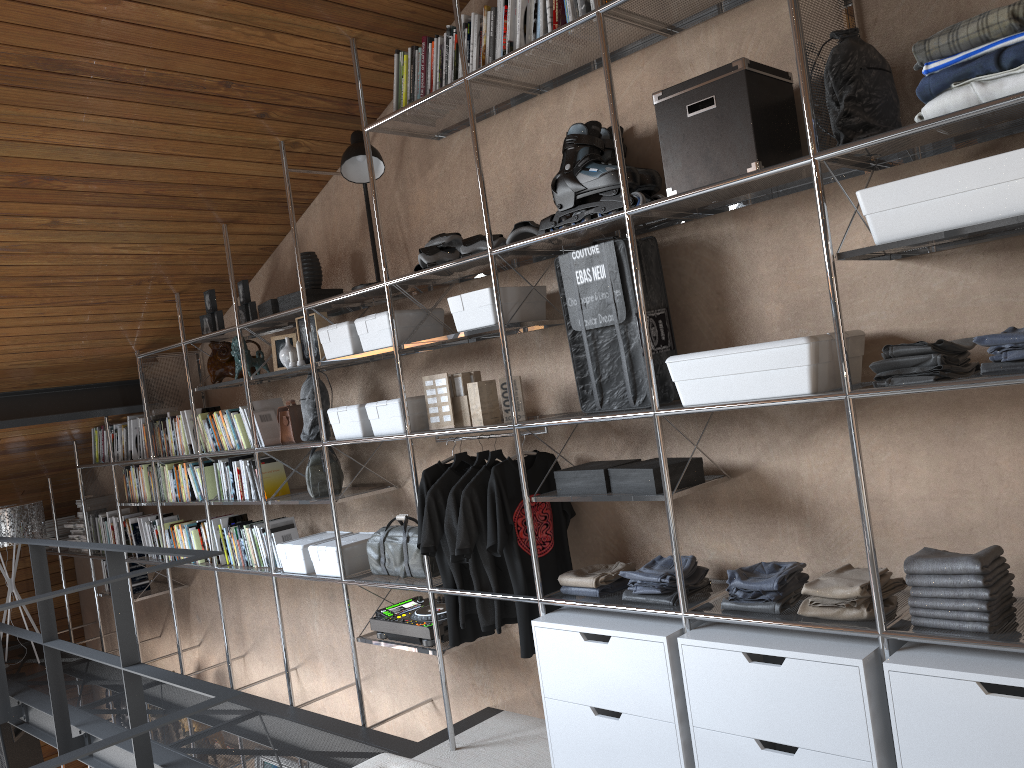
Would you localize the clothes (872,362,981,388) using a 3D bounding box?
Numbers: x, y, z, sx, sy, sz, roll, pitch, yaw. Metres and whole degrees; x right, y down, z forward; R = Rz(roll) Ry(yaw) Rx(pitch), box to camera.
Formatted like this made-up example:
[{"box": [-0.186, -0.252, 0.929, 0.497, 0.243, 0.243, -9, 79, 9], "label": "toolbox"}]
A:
[{"box": [1.004, -0.027, 2.168, 0.208, 0.045, 0.243, -8, 0, 44], "label": "clothes"}]

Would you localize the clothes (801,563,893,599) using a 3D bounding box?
[{"box": [0.884, 0.513, 2.324, 0.187, 0.047, 0.212, -8, 0, 45], "label": "clothes"}]

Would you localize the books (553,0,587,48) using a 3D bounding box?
[{"box": [0.180, -1.165, 2.764, 0.054, 0.199, 0.143, -8, 0, 44], "label": "books"}]

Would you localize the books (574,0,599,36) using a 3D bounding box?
[{"box": [0.235, -1.161, 2.714, 0.009, 0.176, 0.128, -8, 0, 44], "label": "books"}]

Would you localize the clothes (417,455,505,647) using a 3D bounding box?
[{"box": [-0.170, 0.617, 3.354, 0.090, 0.689, 0.424, -8, 0, 43], "label": "clothes"}]

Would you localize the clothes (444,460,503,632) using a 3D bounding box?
[{"box": [-0.048, 0.577, 3.251, 0.074, 0.586, 0.488, -8, 0, 37], "label": "clothes"}]

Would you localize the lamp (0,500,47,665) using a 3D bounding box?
[{"box": [-3.196, 1.283, 5.662, 0.475, 1.002, 0.475, -8, 0, -22], "label": "lamp"}]

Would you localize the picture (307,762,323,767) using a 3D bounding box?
[{"box": [-0.880, 2.212, 4.540, 0.529, 0.863, 0.090, -8, 0, 44], "label": "picture"}]

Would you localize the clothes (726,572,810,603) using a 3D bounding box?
[{"box": [0.715, 0.567, 2.499, 0.203, 0.053, 0.198, -8, 0, -42], "label": "clothes"}]

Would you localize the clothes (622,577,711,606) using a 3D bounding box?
[{"box": [0.490, 0.629, 2.753, 0.208, 0.045, 0.243, -8, 0, 44], "label": "clothes"}]

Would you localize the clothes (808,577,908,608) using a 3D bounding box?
[{"box": [0.890, 0.539, 2.311, 0.229, 0.052, 0.199, -8, 0, -42], "label": "clothes"}]

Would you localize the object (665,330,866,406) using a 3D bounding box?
[{"box": [0.702, -0.041, 2.441, 0.445, 0.147, 0.343, -8, 0, 44], "label": "object"}]

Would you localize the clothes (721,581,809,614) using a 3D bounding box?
[{"box": [0.727, 0.592, 2.516, 0.207, 0.048, 0.242, -8, 0, 42], "label": "clothes"}]

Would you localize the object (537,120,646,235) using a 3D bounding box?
[{"box": [0.256, -0.661, 2.796, 0.174, 0.342, 0.416, -8, 0, -41], "label": "object"}]

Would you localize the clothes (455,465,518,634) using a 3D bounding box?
[{"box": [-0.023, 0.573, 3.182, 0.074, 0.586, 0.488, -8, 0, 37], "label": "clothes"}]

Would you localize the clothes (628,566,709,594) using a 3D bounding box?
[{"box": [0.476, 0.605, 2.738, 0.191, 0.047, 0.215, -8, 0, 44], "label": "clothes"}]

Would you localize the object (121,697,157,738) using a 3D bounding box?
[{"box": [-2.496, 2.448, 5.925, 0.305, 0.840, 0.237, -8, 0, -44], "label": "object"}]

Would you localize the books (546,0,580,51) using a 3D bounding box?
[{"box": [0.160, -1.180, 2.785, 0.033, 0.234, 0.148, -8, 0, 44], "label": "books"}]

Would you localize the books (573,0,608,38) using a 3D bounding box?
[{"box": [0.235, -1.180, 2.734, 0.014, 0.213, 0.136, -8, 0, 44], "label": "books"}]

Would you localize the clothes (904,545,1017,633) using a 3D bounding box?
[{"box": [1.071, 0.482, 2.121, 0.184, 0.172, 0.201, -8, 0, -44], "label": "clothes"}]

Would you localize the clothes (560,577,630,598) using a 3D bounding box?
[{"box": [0.303, 0.654, 2.937, 0.248, 0.043, 0.189, -8, 0, -37], "label": "clothes"}]

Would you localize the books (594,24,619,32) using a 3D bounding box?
[{"box": [0.277, -1.183, 2.692, 0.010, 0.206, 0.130, -8, 0, 44], "label": "books"}]

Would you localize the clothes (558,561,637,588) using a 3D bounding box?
[{"box": [0.290, 0.624, 2.926, 0.221, 0.050, 0.196, -8, 0, -43], "label": "clothes"}]

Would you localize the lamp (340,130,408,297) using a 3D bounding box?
[{"box": [-0.590, -0.703, 3.620, 0.233, 0.660, 0.322, -8, 0, 8], "label": "lamp"}]

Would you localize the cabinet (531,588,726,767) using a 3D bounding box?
[{"box": [0.435, 0.992, 2.826, 0.527, 0.561, 0.435, -8, 0, 45], "label": "cabinet"}]

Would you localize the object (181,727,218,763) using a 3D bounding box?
[{"box": [-1.767, 2.058, 5.028, 0.131, 0.280, 0.208, -8, 0, 26], "label": "object"}]

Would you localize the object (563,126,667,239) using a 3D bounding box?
[{"box": [0.340, -0.679, 2.909, 0.174, 0.342, 0.415, -8, 0, -40], "label": "object"}]

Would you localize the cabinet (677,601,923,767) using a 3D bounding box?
[{"box": [0.834, 0.936, 2.439, 0.527, 0.561, 0.435, -8, 0, 45], "label": "cabinet"}]

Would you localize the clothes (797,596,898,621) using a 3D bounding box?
[{"box": [0.894, 0.567, 2.335, 0.212, 0.053, 0.238, -8, 0, 42], "label": "clothes"}]

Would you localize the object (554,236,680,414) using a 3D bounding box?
[{"box": [0.338, -0.197, 2.837, 0.188, 0.559, 0.337, -8, 0, -41], "label": "object"}]

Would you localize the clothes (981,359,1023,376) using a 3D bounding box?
[{"box": [1.189, -0.058, 1.983, 0.208, 0.045, 0.243, -8, 0, 44], "label": "clothes"}]

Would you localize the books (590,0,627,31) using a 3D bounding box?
[{"box": [0.276, -1.214, 2.674, 0.020, 0.268, 0.143, -8, 0, 44], "label": "books"}]

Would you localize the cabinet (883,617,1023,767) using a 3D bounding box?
[{"box": [1.238, 0.880, 2.039, 0.527, 0.561, 0.435, -8, 0, 45], "label": "cabinet"}]

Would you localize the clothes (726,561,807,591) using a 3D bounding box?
[{"box": [0.725, 0.536, 2.509, 0.184, 0.049, 0.204, -8, 0, 44], "label": "clothes"}]

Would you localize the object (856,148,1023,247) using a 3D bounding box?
[{"box": [1.071, -0.425, 2.047, 0.437, 0.135, 0.289, -8, 0, 44], "label": "object"}]

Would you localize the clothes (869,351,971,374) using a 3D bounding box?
[{"box": [1.011, -0.052, 2.183, 0.191, 0.047, 0.215, -8, 0, 44], "label": "clothes"}]

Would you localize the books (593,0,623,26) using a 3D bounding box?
[{"box": [0.277, -1.195, 2.650, 0.010, 0.231, 0.129, -8, 0, 44], "label": "books"}]

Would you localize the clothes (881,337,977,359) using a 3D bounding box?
[{"box": [1.013, -0.084, 2.167, 0.200, 0.052, 0.194, -8, 0, -45], "label": "clothes"}]

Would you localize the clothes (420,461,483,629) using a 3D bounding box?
[{"box": [-0.156, 0.592, 3.313, 0.074, 0.586, 0.488, -8, 0, 37], "label": "clothes"}]

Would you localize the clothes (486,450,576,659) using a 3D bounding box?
[{"box": [0.090, 0.580, 3.097, 0.090, 0.689, 0.424, -8, 0, 43], "label": "clothes"}]

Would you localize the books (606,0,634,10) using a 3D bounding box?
[{"box": [0.308, -1.185, 2.638, 0.021, 0.203, 0.129, -8, 0, 44], "label": "books"}]

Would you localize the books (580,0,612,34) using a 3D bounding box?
[{"box": [0.254, -1.179, 2.688, 0.018, 0.206, 0.148, -8, 0, 44], "label": "books"}]

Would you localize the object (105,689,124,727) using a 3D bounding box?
[{"box": [-2.704, 2.455, 6.097, 0.244, 0.879, 0.244, -8, 0, -17], "label": "object"}]

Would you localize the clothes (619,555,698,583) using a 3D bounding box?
[{"box": [0.466, 0.576, 2.754, 0.200, 0.052, 0.194, -8, 0, -44], "label": "clothes"}]

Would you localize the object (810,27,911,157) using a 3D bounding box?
[{"box": [0.870, -0.732, 2.213, 0.212, 0.319, 0.157, -8, 0, -19], "label": "object"}]

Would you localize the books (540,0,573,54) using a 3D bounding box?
[{"box": [0.141, -1.175, 2.797, 0.053, 0.233, 0.148, -8, 0, 44], "label": "books"}]

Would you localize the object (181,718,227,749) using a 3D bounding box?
[{"box": [-1.869, 1.978, 5.308, 0.215, 0.458, 0.328, -8, 0, -41], "label": "object"}]

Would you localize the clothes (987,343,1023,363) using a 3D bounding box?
[{"box": [1.175, -0.082, 1.968, 0.191, 0.047, 0.215, -8, 0, 44], "label": "clothes"}]

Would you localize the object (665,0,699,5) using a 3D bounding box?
[{"box": [0.548, -1.212, 2.434, 0.417, 0.198, 0.262, -8, 0, 45], "label": "object"}]

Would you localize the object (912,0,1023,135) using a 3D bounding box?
[{"box": [1.091, -0.720, 2.001, 0.250, 0.229, 0.306, -8, 0, -43], "label": "object"}]

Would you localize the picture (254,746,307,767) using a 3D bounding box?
[{"box": [-1.284, 2.389, 4.916, 0.544, 0.625, 0.136, -8, 0, 44], "label": "picture"}]

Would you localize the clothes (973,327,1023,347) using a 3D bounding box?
[{"box": [1.165, -0.111, 1.984, 0.200, 0.052, 0.194, -8, 0, -44], "label": "clothes"}]
